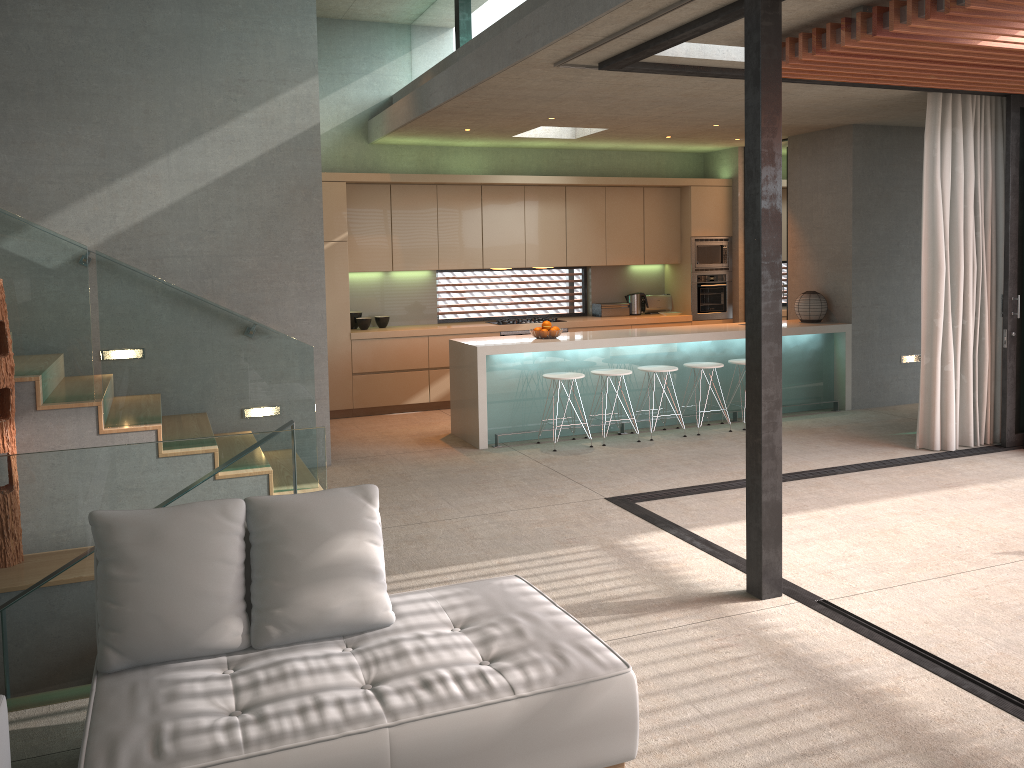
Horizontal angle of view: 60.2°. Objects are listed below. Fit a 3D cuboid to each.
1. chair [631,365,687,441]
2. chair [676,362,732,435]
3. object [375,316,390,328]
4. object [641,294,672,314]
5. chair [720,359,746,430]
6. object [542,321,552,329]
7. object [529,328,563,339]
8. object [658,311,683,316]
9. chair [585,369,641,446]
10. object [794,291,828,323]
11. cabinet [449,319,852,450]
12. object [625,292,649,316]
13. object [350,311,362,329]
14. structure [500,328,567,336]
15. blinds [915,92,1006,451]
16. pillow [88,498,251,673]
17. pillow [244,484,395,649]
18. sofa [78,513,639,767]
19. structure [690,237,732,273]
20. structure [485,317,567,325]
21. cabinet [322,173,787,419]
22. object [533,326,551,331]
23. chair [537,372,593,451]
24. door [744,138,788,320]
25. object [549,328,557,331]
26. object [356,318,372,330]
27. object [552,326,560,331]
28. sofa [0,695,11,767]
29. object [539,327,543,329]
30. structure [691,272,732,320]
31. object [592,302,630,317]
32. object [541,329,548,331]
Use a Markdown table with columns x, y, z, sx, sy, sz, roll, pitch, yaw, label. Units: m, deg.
| x | y | z | sx | sy | sz | roll | pitch | yaw | label |
| --- | --- | --- | --- | --- | --- | --- | --- | --- | --- |
| 1.342 | 0.162 | 8.128 | 0.382 | 0.620 | 0.384 | -3 | 5 | -22 | chair |
| 1.803 | 0.125 | 8.314 | 0.382 | 0.620 | 0.384 | -3 | 5 | -22 | chair |
| -1.449 | -0.691 | 9.869 | 0.170 | 0.126 | 0.170 | -6 | 8 | -35 | object |
| 1.830 | -1.015 | 11.218 | 0.390 | 0.246 | 0.151 | -4 | 6 | -22 | object |
| 2.271 | 0.088 | 8.502 | 0.382 | 0.620 | 0.384 | -3 | 5 | -22 | chair |
| 0.327 | -0.549 | 8.320 | 0.095 | 0.094 | 0.095 | -1 | 6 | -2 | object |
| 0.322 | -0.473 | 8.291 | 0.316 | 0.081 | 0.317 | -4 | 9 | -21 | object |
| 1.967 | -0.872 | 10.955 | 0.310 | 0.034 | 0.312 | 5 | 10 | 36 | object |
| 0.897 | 0.196 | 7.951 | 0.382 | 0.620 | 0.384 | -3 | 5 | -22 | chair |
| 3.200 | -0.828 | 9.461 | 0.341 | 0.332 | 0.342 | -5 | 7 | -30 | object |
| 1.470 | -0.077 | 8.795 | 4.127 | 0.894 | 0.805 | -4 | 7 | -22 | cabinet |
| 1.554 | -1.005 | 11.055 | 0.278 | 0.284 | 0.178 | -3 | 5 | -16 | object |
| -1.768 | -0.702 | 9.778 | 0.226 | 0.187 | 0.226 | -7 | 9 | -44 | object |
| 0.258 | -0.367 | 10.082 | 0.829 | 0.498 | 0.080 | -4 | 5 | -22 | structure |
| 3.763 | -0.934 | 7.364 | 0.886 | 2.918 | 0.230 | -3 | 4 | -25 | blinds |
| -1.124 | 0.652 | 2.924 | 0.493 | 0.495 | 0.239 | -3 | 5 | -21 | pillow |
| -0.676 | 0.628 | 3.101 | 0.493 | 0.480 | 0.267 | -3 | 5 | -21 | pillow |
| -0.523 | 0.893 | 2.912 | 1.598 | 0.729 | 1.019 | -4 | 7 | -22 | sofa |
| 2.383 | -1.623 | 11.113 | 0.597 | 0.435 | 0.462 | -4 | 7 | -22 | structure |
| 0.161 | -0.717 | 10.294 | 0.840 | 0.090 | 0.467 | -4 | 9 | -22 | structure |
| 1.341 | -1.099 | 10.079 | 7.482 | 2.553 | 1.976 | -4 | 6 | -22 | cabinet |
| 0.278 | -0.486 | 8.250 | 0.174 | 0.099 | 0.097 | 2 | 7 | 23 | object |
| 0.458 | 0.231 | 7.776 | 0.382 | 0.620 | 0.384 | -3 | 5 | -22 | chair |
| -0.063 | 0.098 | 5.828 | 5.787 | 4.447 | 15.406 | 4 | 10 | 40 | door |
| 0.384 | -0.480 | 8.224 | 0.087 | 0.086 | 0.087 | -5 | 7 | -31 | object |
| -1.618 | -0.657 | 9.658 | 0.170 | 0.126 | 0.170 | -6 | 8 | -35 | object |
| 0.405 | -0.496 | 8.314 | 0.094 | 0.094 | 0.094 | -5 | 7 | -33 | object |
| -1.164 | 1.240 | 0.559 | 1.050 | 0.748 | 3.482 | -4 | 9 | -21 | sofa |
| 0.265 | -0.495 | 8.354 | 0.087 | 0.086 | 0.087 | 2 | 7 | 28 | object |
| 2.400 | -1.116 | 11.128 | 0.597 | 0.577 | 0.500 | -4 | 6 | -22 | structure |
| 1.228 | -0.922 | 10.968 | 0.401 | 0.159 | 0.242 | -4 | 8 | -22 | object |
| 0.303 | -0.471 | 8.203 | 0.081 | 0.080 | 0.081 | 0 | 6 | 7 | object |
